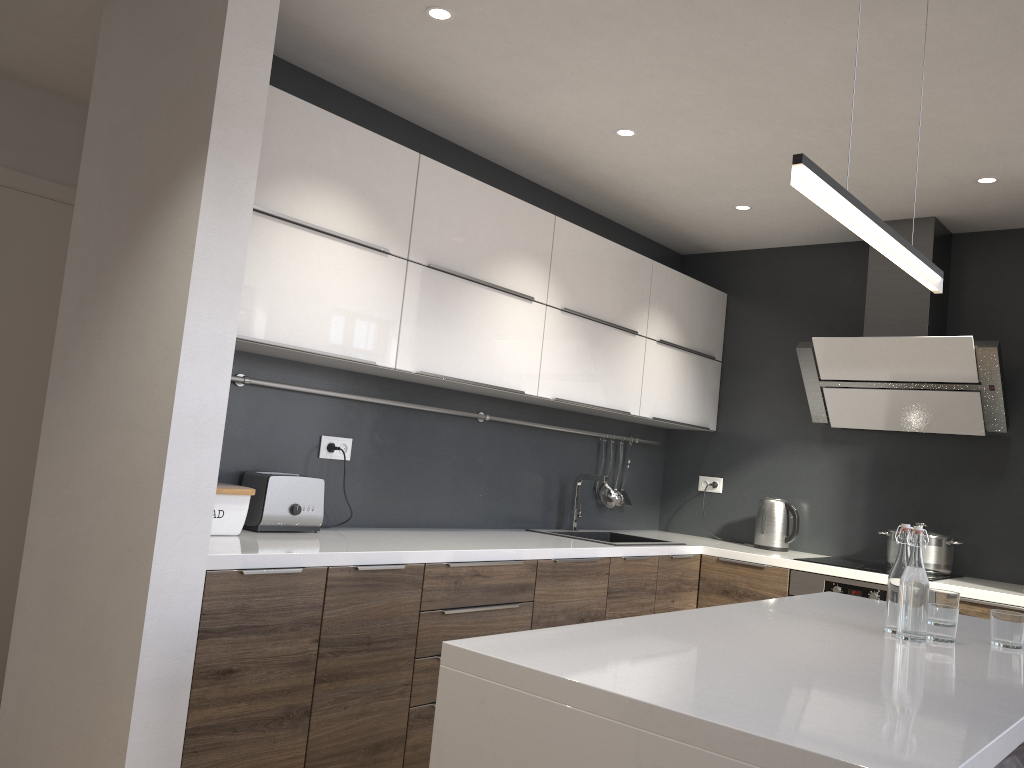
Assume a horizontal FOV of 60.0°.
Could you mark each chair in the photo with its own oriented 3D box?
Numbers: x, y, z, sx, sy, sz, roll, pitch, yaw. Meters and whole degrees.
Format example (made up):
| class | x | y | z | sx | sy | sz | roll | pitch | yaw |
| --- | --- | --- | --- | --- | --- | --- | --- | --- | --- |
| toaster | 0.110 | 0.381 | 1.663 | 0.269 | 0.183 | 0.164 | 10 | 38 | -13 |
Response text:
| class | x | y | z | sx | sy | sz | roll | pitch | yaw |
| --- | --- | --- | --- | --- | --- | --- | --- | --- | --- |
| chair | 1.051 | 1.035 | 1.642 | 0.434 | 0.787 | 0.475 | 6 | -5 | 3 |

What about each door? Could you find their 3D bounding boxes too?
| class | x | y | z | sx | sy | sz | roll | pitch | yaw |
| --- | --- | --- | --- | --- | --- | --- | --- | --- | --- |
| door | -2.140 | 0.192 | 3.482 | 0.085 | 2.136 | 0.974 | 2 | -6 | 40 |

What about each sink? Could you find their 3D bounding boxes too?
| class | x | y | z | sx | sy | sz | roll | pitch | yaw |
| --- | --- | --- | --- | --- | --- | --- | --- | --- | --- |
| sink | 0.459 | 0.704 | 4.248 | 0.512 | 0.518 | 0.626 | 2 | -6 | 40 |

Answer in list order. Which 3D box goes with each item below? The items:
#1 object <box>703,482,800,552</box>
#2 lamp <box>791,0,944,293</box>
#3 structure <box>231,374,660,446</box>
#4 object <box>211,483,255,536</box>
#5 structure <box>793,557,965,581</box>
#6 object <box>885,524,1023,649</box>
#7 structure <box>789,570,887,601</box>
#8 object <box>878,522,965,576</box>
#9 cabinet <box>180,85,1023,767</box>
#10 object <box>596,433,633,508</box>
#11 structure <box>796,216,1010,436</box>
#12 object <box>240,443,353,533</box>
| class | x | y | z | sx | sy | sz | roll | pitch | yaw |
| --- | --- | --- | --- | --- | --- | --- | --- | --- | --- |
| object | 1.259 | 0.700 | 4.723 | 0.179 | 0.318 | 0.590 | 10 | -7 | -43 |
| lamp | 0.896 | -0.690 | 2.097 | 0.020 | 0.756 | 0.998 | 2 | -6 | 40 |
| structure | -0.122 | 0.149 | 3.966 | 0.050 | 0.045 | 3.000 | 2 | -6 | 40 |
| object | -1.011 | 0.383 | 2.754 | 0.263 | 0.148 | 0.380 | 2 | -6 | 40 |
| structure | 1.700 | 0.850 | 4.104 | 0.600 | 0.006 | 0.550 | 2 | -6 | 40 |
| object | 1.087 | 0.488 | 2.135 | 0.323 | 0.267 | 0.148 | 5 | -5 | 5 |
| structure | 1.635 | 1.183 | 4.040 | 0.587 | 0.588 | 0.584 | 2 | -6 | 40 |
| object | 1.896 | 0.756 | 4.122 | 0.288 | 0.223 | 0.315 | 7 | -5 | -8 |
| cabinet | 0.317 | 0.185 | 2.673 | 2.402 | 2.501 | 4.694 | 2 | -6 | 40 |
| object | 0.553 | 0.469 | 4.765 | 0.069 | 0.389 | 0.320 | 2 | -6 | 41 |
| structure | 1.877 | -0.281 | 4.264 | 0.898 | 0.998 | 0.407 | 2 | -6 | 40 |
| object | -0.754 | 0.356 | 3.116 | 0.191 | 0.319 | 0.562 | 2 | -6 | 40 |
